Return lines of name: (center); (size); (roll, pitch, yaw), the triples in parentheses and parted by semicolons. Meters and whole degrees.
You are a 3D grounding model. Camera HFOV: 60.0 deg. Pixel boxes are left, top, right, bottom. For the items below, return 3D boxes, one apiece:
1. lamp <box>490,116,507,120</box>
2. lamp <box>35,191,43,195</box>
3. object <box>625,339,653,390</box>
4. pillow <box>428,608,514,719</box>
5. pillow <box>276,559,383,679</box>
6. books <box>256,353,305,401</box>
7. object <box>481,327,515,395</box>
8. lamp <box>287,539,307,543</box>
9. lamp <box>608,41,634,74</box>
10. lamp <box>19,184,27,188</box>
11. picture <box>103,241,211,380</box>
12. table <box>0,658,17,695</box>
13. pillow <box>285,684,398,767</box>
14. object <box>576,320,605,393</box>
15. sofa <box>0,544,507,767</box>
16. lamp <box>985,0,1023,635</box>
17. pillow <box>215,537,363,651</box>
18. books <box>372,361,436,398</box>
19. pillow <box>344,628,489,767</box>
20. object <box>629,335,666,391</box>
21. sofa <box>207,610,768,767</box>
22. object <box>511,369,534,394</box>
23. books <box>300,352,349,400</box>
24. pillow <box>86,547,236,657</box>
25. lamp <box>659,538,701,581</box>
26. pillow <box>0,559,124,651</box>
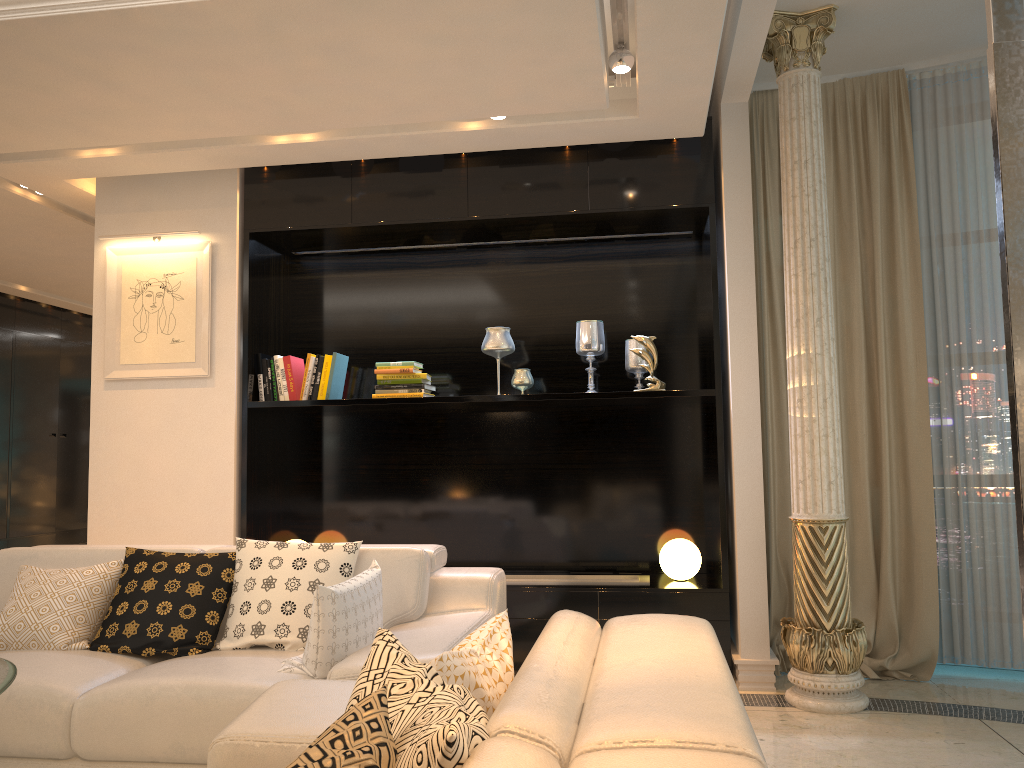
lamp: (-0.065, -1.291, 4.103); (0.107, 0.127, 0.107); (0, -5, -10)
lamp: (-2.736, -1.170, 5.173); (0.107, 0.127, 0.107); (0, -5, -10)
object: (0.682, -0.078, 4.759); (0.147, 0.317, 0.147); (-2, -5, 11)
pillow: (-0.117, 0.641, 1.631); (0.222, 0.380, 0.463); (-2, -5, 13)
pillow: (-0.590, 0.772, 2.970); (0.281, 0.325, 0.521); (-2, -5, 18)
books: (-1.254, -0.027, 4.867); (0.240, 0.270, 0.208); (-2, -5, 8)
object: (-0.073, -0.110, 4.781); (0.181, 0.381, 0.181); (-1, -5, 3)
lamp: (-1.192, 0.962, 4.877); (0.212, 0.214, 0.213); (3, -7, -42)
lamp: (0.450, -1.349, 3.657); (0.107, 0.127, 0.107); (0, -5, -10)
lamp: (-2.756, -1.180, 5.047); (0.107, 0.127, 0.107); (0, -5, -10)
picture: (-1.902, -0.393, 4.765); (0.610, 0.729, 0.027); (-2, -5, 8)
table: (-1.600, 0.916, 1.287); (0.999, 0.565, 2.140); (-2, -5, 8)
pillow: (-0.268, 0.577, 0.932); (0.301, 0.436, 0.575); (-2, -5, 15)
object: (0.427, -0.125, 4.809); (0.156, 0.426, 0.156); (-2, -5, 14)
sofa: (-1.240, 0.997, 3.218); (2.328, 0.754, 1.145); (-2, -5, 8)
lamp: (-0.373, -0.076, 1.186); (2.009, 2.519, 0.393); (-2, -5, 8)
pillow: (-0.838, 0.774, 3.266); (0.526, 0.399, 0.255); (-2, -5, 8)
books: (-0.582, -0.011, 4.793); (0.296, 0.197, 0.260); (-2, -5, 11)
pillow: (-0.148, 0.606, 1.235); (0.288, 0.429, 0.587); (1, -5, -17)
object: (0.687, -0.101, 4.510); (0.182, 0.293, 0.116); (-1, -5, 6)
sofa: (-0.249, 0.801, 1.097); (1.145, 0.754, 2.328); (-2, -5, 8)
object: (0.056, -0.001, 4.740); (0.119, 0.154, 0.119); (-3, -5, 18)
books: (-1.024, -0.029, 4.837); (0.210, 0.261, 0.212); (-2, -5, 8)
pillow: (-1.297, 0.797, 3.290); (0.524, 0.355, 0.323); (-2, -5, 9)
lamp: (0.867, 0.903, 4.569); (0.213, 0.214, 0.212); (2, -6, -31)
pillow: (-1.750, 0.844, 3.345); (0.521, 0.329, 0.351); (-2, -5, 8)
